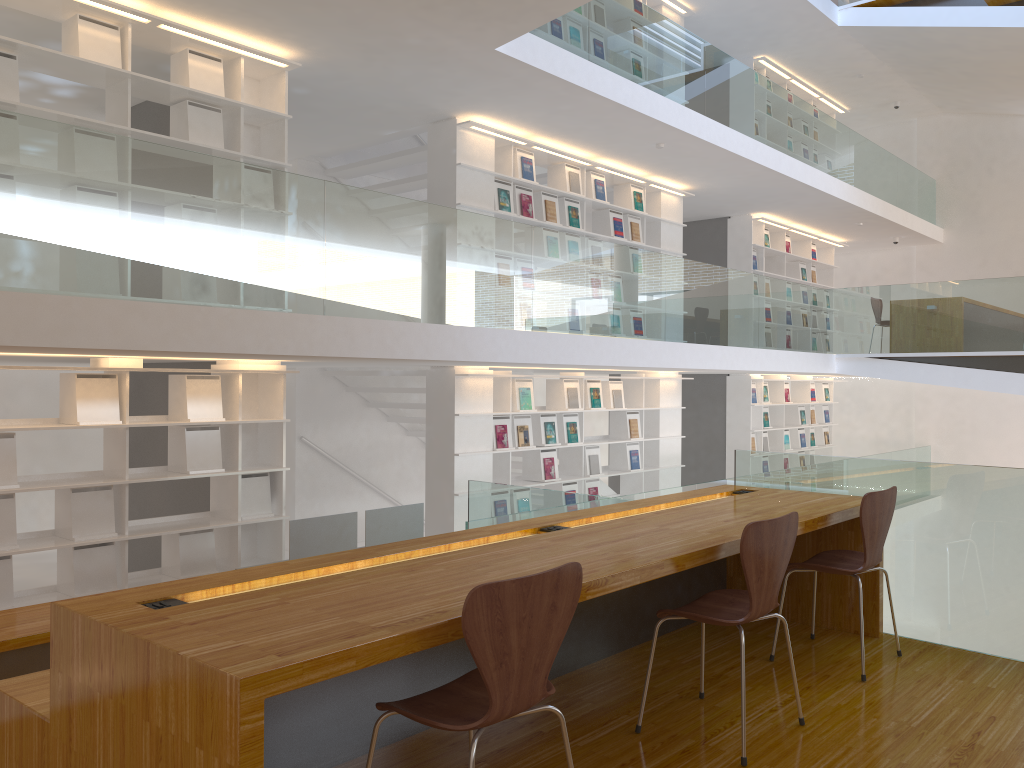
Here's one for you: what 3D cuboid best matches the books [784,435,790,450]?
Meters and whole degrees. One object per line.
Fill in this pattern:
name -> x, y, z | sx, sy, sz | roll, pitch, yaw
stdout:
books -> 3.833, 0.813, 12.372 | 0.037, 0.210, 0.145 | 0, 0, 41

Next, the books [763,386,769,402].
books -> 3.383, 0.129, 11.846 | 0.037, 0.210, 0.145 | 0, 0, 41

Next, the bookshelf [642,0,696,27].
bookshelf -> 0.678, -3.331, 8.748 | 0.498, 1.836, 3.666 | 0, 0, 41

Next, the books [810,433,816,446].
books -> 4.421, 0.823, 13.047 | 0.037, 0.210, 0.145 | 0, 0, 41

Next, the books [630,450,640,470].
books -> 1.294, 0.803, 9.335 | 0.037, 0.210, 0.145 | 0, 0, 41

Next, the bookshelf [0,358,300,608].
bookshelf -> -2.596, 0.758, 4.993 | 0.498, 1.836, 2.984 | 0, 0, 41

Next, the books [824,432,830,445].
books -> 4.784, 0.830, 13.466 | 0.037, 0.210, 0.145 | 0, 0, 41

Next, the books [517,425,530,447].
books -> 0.104, 0.479, 7.976 | 0.037, 0.210, 0.145 | 0, 0, 41

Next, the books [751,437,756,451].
books -> 3.134, 0.804, 11.564 | 0.037, 0.210, 0.145 | 0, 0, 41

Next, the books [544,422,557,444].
books -> 0.357, 0.458, 8.256 | 0.037, 0.210, 0.145 | 0, 0, 41

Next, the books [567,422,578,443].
books -> 0.581, 0.471, 8.508 | 0.037, 0.210, 0.145 | 0, 0, 41

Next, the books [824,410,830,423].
books -> 4.784, 0.505, 13.463 | 0.037, 0.210, 0.145 | 0, 0, 41

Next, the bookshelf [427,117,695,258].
bookshelf -> 0.665, -1.285, 8.749 | 0.498, 1.836, 3.666 | 0, 0, 41

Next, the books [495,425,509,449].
books -> -0.089, 0.463, 7.739 | 0.037, 0.210, 0.145 | 0, 0, 41

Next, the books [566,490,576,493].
books -> 0.571, 1.128, 8.507 | 0.037, 0.210, 0.145 | 0, 0, 41

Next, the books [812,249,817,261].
books -> 4.446, -1.880, 13.057 | 0.037, 0.210, 0.145 | 0, 0, 41

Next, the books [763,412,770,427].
books -> 3.398, 0.484, 11.862 | 0.037, 0.210, 0.145 | 0, 0, 41

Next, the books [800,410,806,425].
books -> 4.201, 0.485, 12.794 | 0.037, 0.210, 0.145 | 0, 0, 41

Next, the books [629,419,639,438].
books -> 1.283, 0.475, 9.325 | 0.037, 0.210, 0.145 | 0, 0, 41

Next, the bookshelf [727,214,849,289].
bookshelf -> 3.980, -1.267, 12.576 | 0.498, 1.836, 2.984 | 0, 0, 41

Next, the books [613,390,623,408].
books -> 1.084, 0.164, 9.088 | 0.037, 0.210, 0.145 | 0, 0, 41

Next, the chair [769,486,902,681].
chair -> 1.303, 0.753, 3.557 | 0.381, 0.693, 0.428 | 0, 0, 41

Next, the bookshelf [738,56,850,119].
bookshelf -> 3.994, -3.314, 12.574 | 0.498, 1.836, 2.984 | 0, 0, 41

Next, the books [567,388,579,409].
books -> 0.588, 0.140, 8.513 | 0.037, 0.210, 0.145 | 0, 0, 41

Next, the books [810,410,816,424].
books -> 4.430, 0.486, 13.059 | 0.037, 0.210, 0.145 | 0, 0, 41

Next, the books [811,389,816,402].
books -> 4.432, 0.172, 13.059 | 0.037, 0.210, 0.145 | 0, 0, 41

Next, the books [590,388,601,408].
books -> 0.830, 0.142, 8.794 | 0.037, 0.210, 0.145 | 0, 0, 41

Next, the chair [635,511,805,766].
chair -> 0.668, 0.750, 2.822 | 0.381, 0.693, 0.428 | 0, 0, 41

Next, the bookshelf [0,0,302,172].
bookshelf -> -2.582, -1.303, 4.991 | 0.498, 1.836, 2.984 | 0, 0, 41

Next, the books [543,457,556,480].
books -> 0.349, 0.792, 8.248 | 0.037, 0.210, 0.145 | 0, 0, 41

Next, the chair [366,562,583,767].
chair -> -0.093, 0.746, 2.001 | 0.381, 0.693, 0.428 | 0, 0, 41

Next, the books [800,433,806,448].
books -> 4.201, 0.822, 12.793 | 0.037, 0.210, 0.145 | 0, 0, 41

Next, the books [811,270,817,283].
books -> 4.444, -1.565, 13.057 | 0.037, 0.210, 0.145 | 0, 0, 41

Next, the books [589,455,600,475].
books -> 0.817, 0.809, 8.784 | 0.037, 0.210, 0.145 | 0, 0, 41

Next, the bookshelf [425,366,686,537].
bookshelf -> 0.613, 0.776, 8.784 | 0.397, 1.836, 3.666 | 0, 0, 41

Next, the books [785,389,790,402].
books -> 3.838, 0.168, 12.372 | 0.037, 0.210, 0.145 | 0, 0, 41

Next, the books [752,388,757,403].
books -> 3.152, 0.161, 11.574 | 0.037, 0.210, 0.145 | 0, 0, 41

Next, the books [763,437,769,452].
books -> 3.386, 0.815, 11.851 | 0.037, 0.210, 0.145 | 0, 0, 41

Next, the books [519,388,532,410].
books -> 0.122, 0.138, 7.975 | 0.037, 0.210, 0.145 | 0, 0, 41

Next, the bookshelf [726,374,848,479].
bookshelf -> 3.967, 0.794, 12.578 | 0.498, 1.836, 2.984 | 0, 0, 41

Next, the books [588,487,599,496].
books -> 0.812, 1.130, 8.785 | 0.037, 0.210, 0.145 | 0, 0, 41

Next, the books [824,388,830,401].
books -> 4.784, 0.168, 13.465 | 0.037, 0.210, 0.145 | 0, 0, 41

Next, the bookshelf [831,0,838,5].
bookshelf -> 4.007, -5.329, 12.573 | 0.498, 1.836, 2.984 | 0, 0, 41
